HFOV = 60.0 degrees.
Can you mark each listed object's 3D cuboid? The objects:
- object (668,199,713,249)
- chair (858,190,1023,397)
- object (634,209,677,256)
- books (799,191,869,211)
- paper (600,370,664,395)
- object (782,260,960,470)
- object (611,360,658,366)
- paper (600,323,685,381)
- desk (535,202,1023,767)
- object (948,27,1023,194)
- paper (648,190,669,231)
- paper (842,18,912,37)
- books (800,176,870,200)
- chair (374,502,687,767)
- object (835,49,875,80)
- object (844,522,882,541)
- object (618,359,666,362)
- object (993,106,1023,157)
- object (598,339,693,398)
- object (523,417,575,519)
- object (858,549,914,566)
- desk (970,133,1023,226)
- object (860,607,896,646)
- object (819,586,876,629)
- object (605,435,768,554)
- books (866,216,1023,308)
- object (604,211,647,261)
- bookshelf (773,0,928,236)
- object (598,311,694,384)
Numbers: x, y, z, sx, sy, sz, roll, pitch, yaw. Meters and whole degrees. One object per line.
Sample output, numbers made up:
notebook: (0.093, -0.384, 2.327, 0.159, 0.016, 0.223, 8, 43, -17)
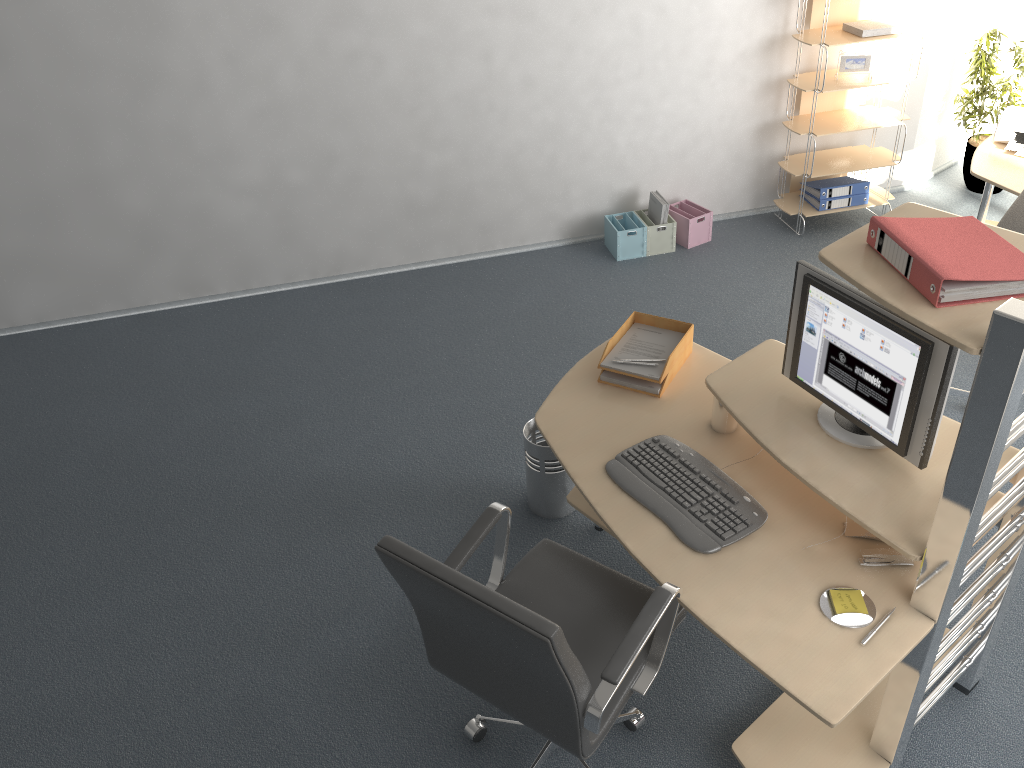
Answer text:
object: (1.080, -0.982, 5.463, 0.185, 0.202, 0.245, -22, 38, -23)
chair: (1.799, -0.341, 3.709, 0.652, 1.048, 0.584, 6, 36, 15)
object: (0.867, -0.927, 5.407, 0.185, 0.202, 0.245, -10, 35, -9)
books: (1.994, -1.174, 5.497, 0.320, 0.072, 0.262, -10, 35, -7)
paper: (0.465, -0.074, 3.078, 0.210, 0.019, 0.297, 15, 39, 26)
object: (0.983, -0.058, 2.385, 0.245, 0.418, 0.516, -13, 36, -12)
object: (0.410, -0.070, 2.973, 0.159, 0.009, 0.008, 5, 36, 14)
paper: (0.462, -0.117, 3.048, 0.210, 0.010, 0.297, 15, 39, 26)
desk: (0.597, 0.204, 2.609, 0.967, 1.566, 1.469, -28, 41, -30)
object: (3.088, -1.737, 5.496, 0.644, 1.147, 0.544, -9, 35, -7)
paper: (0.877, -0.987, 5.368, 0.068, 0.306, 0.220, -10, 35, -8)
paper: (2.038, -1.992, 4.955, 0.297, 0.046, 0.213, -10, 35, -8)
books: (1.989, -1.225, 5.474, 0.320, 0.100, 0.263, -10, 35, -7)
chair: (0.103, 0.706, 2.396, 0.584, 1.048, 0.652, 21, 42, 31)
object: (1.951, -1.817, 5.039, 0.192, 0.161, 0.077, 1, 35, 7)
object: (0.971, 0.375, 2.353, 0.159, 0.064, 0.054, 7, 36, 16)
object: (0.437, -0.080, 2.983, 0.159, 0.009, 0.008, 0, 35, 7)
object: (2.632, -1.240, 4.397, 0.438, 0.162, 0.351, 25, 44, 35)
object: (0.465, -0.085, 3.072, 0.225, 0.060, 0.309, 15, 39, 26)
object: (0.158, 0.332, 3.528, 0.208, 0.377, 0.208, -1, 35, 5)
object: (0.961, 0.444, 2.273, 0.134, 0.042, 0.022, -2, 35, 4)
desk: (2.742, -0.929, 3.995, 0.967, 1.566, 1.469, -28, 41, -30)
object: (0.878, 0.577, 2.120, 0.158, 0.011, 0.011, -30, 42, -32)
object: (0.822, 0.538, 2.168, 0.132, 0.026, 0.132, -28, 41, -30)
object: (0.724, 0.228, 2.668, 0.814, 0.082, 0.478, -22, 39, -24)
books: (1.003, -0.296, 2.003, 0.262, 0.072, 0.320, -7, 35, -4)
object: (0.687, -0.893, 5.379, 0.185, 0.202, 0.245, -10, 35, -9)
bookshelf: (1.966, -1.683, 5.162, 0.724, 1.572, 0.381, -10, 35, -8)
object: (0.461, -0.131, 3.039, 0.225, 0.060, 0.309, 15, 39, 26)
